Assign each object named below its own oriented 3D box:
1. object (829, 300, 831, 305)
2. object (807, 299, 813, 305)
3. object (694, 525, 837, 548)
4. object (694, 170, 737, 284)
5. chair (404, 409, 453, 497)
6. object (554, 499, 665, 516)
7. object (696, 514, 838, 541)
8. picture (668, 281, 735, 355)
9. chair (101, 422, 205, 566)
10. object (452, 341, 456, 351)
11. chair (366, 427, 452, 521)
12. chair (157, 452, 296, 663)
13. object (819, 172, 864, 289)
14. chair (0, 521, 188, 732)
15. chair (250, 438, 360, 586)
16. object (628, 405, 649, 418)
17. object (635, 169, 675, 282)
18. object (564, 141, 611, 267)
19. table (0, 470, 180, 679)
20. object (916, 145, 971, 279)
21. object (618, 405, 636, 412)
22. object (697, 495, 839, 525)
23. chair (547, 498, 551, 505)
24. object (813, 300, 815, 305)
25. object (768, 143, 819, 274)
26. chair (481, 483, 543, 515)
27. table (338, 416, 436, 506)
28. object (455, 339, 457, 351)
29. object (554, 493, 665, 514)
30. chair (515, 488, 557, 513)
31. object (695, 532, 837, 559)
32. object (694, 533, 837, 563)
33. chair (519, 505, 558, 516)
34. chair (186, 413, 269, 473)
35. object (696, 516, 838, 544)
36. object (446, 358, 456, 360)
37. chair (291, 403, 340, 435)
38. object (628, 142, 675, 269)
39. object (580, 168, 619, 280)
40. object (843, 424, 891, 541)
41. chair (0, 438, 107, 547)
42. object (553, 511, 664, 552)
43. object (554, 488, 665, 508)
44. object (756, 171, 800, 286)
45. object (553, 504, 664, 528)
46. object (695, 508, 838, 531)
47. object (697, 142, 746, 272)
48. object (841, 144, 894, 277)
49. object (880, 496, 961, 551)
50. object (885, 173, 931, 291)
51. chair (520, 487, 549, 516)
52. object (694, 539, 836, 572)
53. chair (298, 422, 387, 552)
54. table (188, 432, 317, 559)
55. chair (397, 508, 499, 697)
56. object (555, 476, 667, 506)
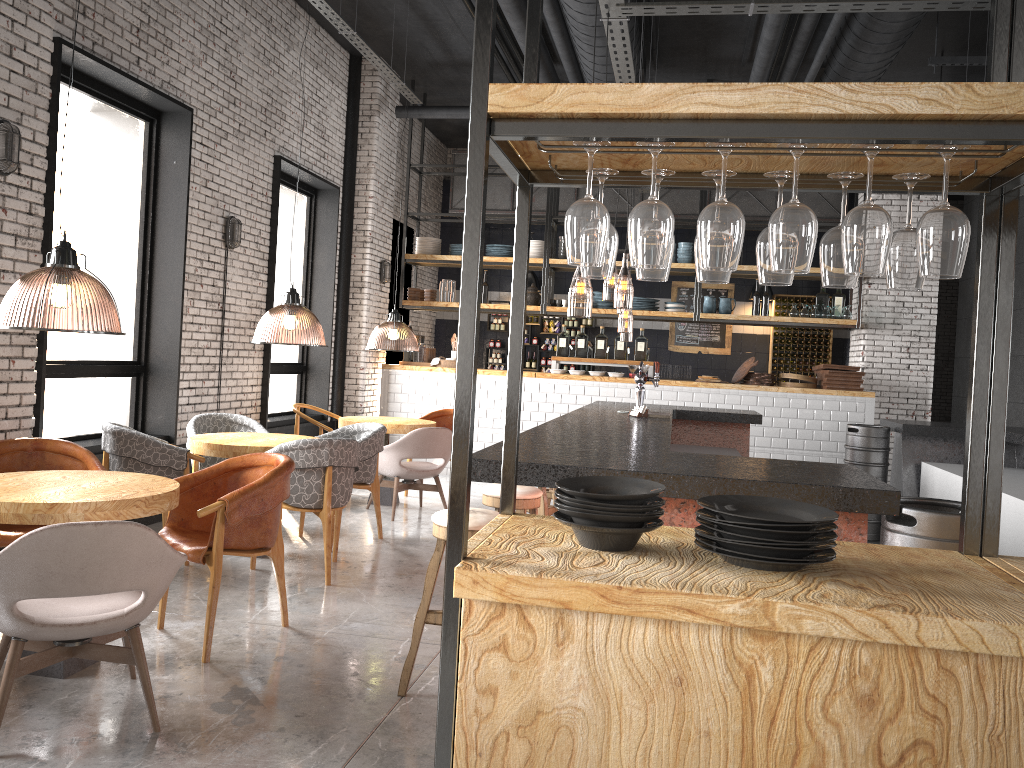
[{"bbox_3d":[4.854,-1.249,13.560,0.079,0.079,0.283,3,2,10],"label":"object"},{"bbox_3d":[4.572,-1.265,13.589,0.079,0.079,0.283,3,2,10],"label":"object"},{"bbox_3d":[0.565,0.348,1.991,0.306,0.046,0.306,2,2,-32],"label":"object"},{"bbox_3d":[0.500,-0.382,2.172,0.101,0.267,0.101,3,1,-26],"label":"object"},{"bbox_3d":[-0.676,0.725,9.081,0.681,0.929,0.643,4,1,33],"label":"chair"},{"bbox_3d":[0.225,0.315,2.073,0.257,0.075,0.257,4,2,36],"label":"object"},{"bbox_3d":[0.568,0.319,1.990,0.306,0.037,0.306,3,2,12],"label":"object"},{"bbox_3d":[3.026,-1.054,14.185,0.980,1.142,0.020,3,1,10],"label":"picture"},{"bbox_3d":[-2.466,0.719,5.893,0.643,0.929,0.681,3,1,-35],"label":"chair"},{"bbox_3d":[-0.734,-0.385,11.278,0.071,0.328,0.052,3,1,-34],"label":"object"},{"bbox_3d":[-0.885,0.778,8.000,0.770,0.850,0.803,3,1,-30],"label":"chair"},{"bbox_3d":[-1.378,0.821,4.425,0.643,0.929,0.681,2,1,-42],"label":"chair"},{"bbox_3d":[0.789,-0.365,2.118,0.101,0.267,0.101,3,1,-26],"label":"object"},{"bbox_3d":[-1.645,0.871,3.344,0.770,0.850,0.803,3,1,-30],"label":"chair"},{"bbox_3d":[-1.305,0.787,5.732,0.681,0.929,0.644,3,1,-35],"label":"chair"},{"bbox_3d":[0.950,0.199,6.656,0.091,0.091,0.178,3,1,-15],"label":"object"},{"bbox_3d":[0.355,-0.391,2.199,0.101,0.267,0.101,3,1,-26],"label":"object"},{"bbox_3d":[0.167,-0.394,1.942,0.101,0.267,0.101,3,1,-26],"label":"object"},{"bbox_3d":[-1.980,0.847,3.904,0.932,0.809,0.933,2,1,-32],"label":"table"},{"bbox_3d":[0.882,-0.351,1.810,0.101,0.267,0.101,4,1,41],"label":"object"},{"bbox_3d":[1.016,0.171,7.485,0.200,0.106,0.766,3,2,10],"label":"object"},{"bbox_3d":[0.570,0.293,1.991,0.306,0.039,0.306,3,2,-7],"label":"object"},{"bbox_3d":[0.497,0.851,8.339,0.438,0.805,0.481,3,1,-21],"label":"chair"},{"bbox_3d":[4.665,-1.260,13.576,0.079,0.079,0.283,3,2,10],"label":"object"},{"bbox_3d":[0.592,-0.368,1.864,0.101,0.267,0.101,3,1,-26],"label":"object"},{"bbox_3d":[-0.016,0.951,4.926,0.480,0.805,0.439,3,1,-11],"label":"chair"},{"bbox_3d":[-1.219,0.754,8.560,0.932,0.809,0.933,2,1,-37],"label":"table"},{"bbox_3d":[-0.704,-0.409,11.232,0.033,0.370,0.137,3,1,-23],"label":"object"},{"bbox_3d":[0.226,0.297,2.072,0.257,0.072,0.257,3,2,-17],"label":"object"},{"bbox_3d":[0.283,0.866,7.404,0.480,0.805,0.439,3,1,-16],"label":"chair"},{"bbox_3d":[0.565,0.357,1.990,0.306,0.044,0.305,3,2,11],"label":"object"},{"bbox_3d":[0.564,0.372,1.990,0.306,0.041,0.306,4,2,28],"label":"object"},{"bbox_3d":[0.211,0.883,6.666,0.480,0.805,0.439,2,1,-41],"label":"chair"},{"bbox_3d":[-2.204,0.705,6.859,0.681,0.929,0.644,3,1,-35],"label":"chair"},{"bbox_3d":[0.567,0.334,1.990,0.306,0.042,0.306,2,2,-32],"label":"object"},{"bbox_3d":[-0.744,-0.290,11.058,0.160,0.078,0.161,3,1,-12],"label":"object"},{"bbox_3d":[-1.940,0.668,8.787,0.644,0.921,0.612,3,1,17],"label":"chair"},{"bbox_3d":[0.303,-0.386,1.917,0.101,0.267,0.101,3,1,-26],"label":"object"},{"bbox_3d":[0.219,-0.399,2.224,0.101,0.267,0.101,3,1,-26],"label":"object"},{"bbox_3d":[3.241,0.896,8.135,0.397,1.035,0.400,3,1,-44],"label":"object"},{"bbox_3d":[-2.421,0.761,4.523,0.681,0.929,0.644,2,1,-37],"label":"chair"},{"bbox_3d":[0.223,0.346,2.073,0.257,0.067,0.257,3,2,3],"label":"object"},{"bbox_3d":[0.226,0.293,2.073,0.257,0.072,0.257,3,2,10],"label":"object"},{"bbox_3d":[0.645,-0.374,2.145,0.101,0.267,0.101,3,1,-26],"label":"object"},{"bbox_3d":[0.224,0.322,2.073,0.257,0.075,0.257,3,2,10],"label":"object"},{"bbox_3d":[0.568,0.307,1.991,0.305,0.048,0.306,4,2,36],"label":"object"},{"bbox_3d":[0.448,-0.377,1.890,0.101,0.267,0.101,3,1,-26],"label":"object"},{"bbox_3d":[0.737,-0.360,1.837,0.101,0.267,0.101,3,1,-26],"label":"object"},{"bbox_3d":[1.488,0.944,3.150,0.397,1.035,0.400,3,1,-44],"label":"object"},{"bbox_3d":[0.934,-0.356,2.092,0.101,0.267,0.101,4,1,41],"label":"object"},{"bbox_3d":[0.013,0.899,5.731,0.438,0.805,0.481,3,1,-16],"label":"chair"},{"bbox_3d":[0.564,0.383,1.991,0.306,0.035,0.306,2,2,-42],"label":"object"},{"bbox_3d":[-1.245,0.761,6.752,0.643,0.929,0.681,3,1,-35],"label":"chair"},{"bbox_3d":[-1.792,0.790,6.221,0.932,0.809,0.933,2,1,-32],"label":"table"},{"bbox_3d":[-0.184,0.945,3.769,0.480,0.805,0.439,3,1,-31],"label":"chair"},{"bbox_3d":[0.229,0.268,2.072,0.256,0.076,0.257,2,2,-42],"label":"object"}]
